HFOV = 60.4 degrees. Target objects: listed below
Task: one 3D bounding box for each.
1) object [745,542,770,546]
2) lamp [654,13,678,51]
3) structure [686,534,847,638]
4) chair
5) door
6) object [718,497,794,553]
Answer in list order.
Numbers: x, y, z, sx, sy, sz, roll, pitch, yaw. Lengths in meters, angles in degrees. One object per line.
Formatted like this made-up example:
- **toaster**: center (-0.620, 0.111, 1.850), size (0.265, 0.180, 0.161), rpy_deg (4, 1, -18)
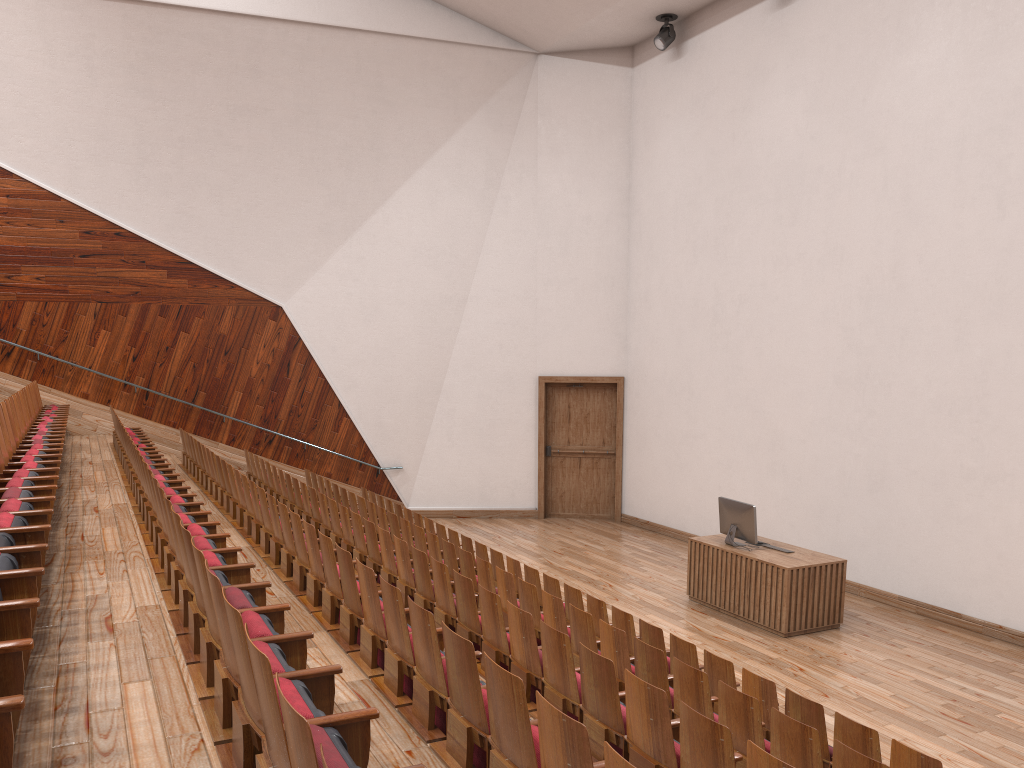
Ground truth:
- **object**: center (0.267, 0.173, 0.958), size (0.018, 0.001, 0.022), rpy_deg (-1, 2, -26)
- **lamp**: center (0.212, -0.485, 1.218), size (0.033, 0.044, 0.029), rpy_deg (-2, 7, -15)
- **structure**: center (0.267, 0.210, 0.940), size (0.078, 0.072, 0.154), rpy_deg (-3, 4, -26)
- **chair**: center (-0.281, 0.070, 0.604), size (0.768, 0.379, 1.170), rpy_deg (-2, 3, -26)
- **door**: center (0.114, 0.108, 1.456), size (0.140, 0.244, 0.024), rpy_deg (2, 9, 12)
- **object**: center (0.257, 0.150, 0.941), size (0.041, 0.049, 0.088), rpy_deg (-3, 5, -26)
